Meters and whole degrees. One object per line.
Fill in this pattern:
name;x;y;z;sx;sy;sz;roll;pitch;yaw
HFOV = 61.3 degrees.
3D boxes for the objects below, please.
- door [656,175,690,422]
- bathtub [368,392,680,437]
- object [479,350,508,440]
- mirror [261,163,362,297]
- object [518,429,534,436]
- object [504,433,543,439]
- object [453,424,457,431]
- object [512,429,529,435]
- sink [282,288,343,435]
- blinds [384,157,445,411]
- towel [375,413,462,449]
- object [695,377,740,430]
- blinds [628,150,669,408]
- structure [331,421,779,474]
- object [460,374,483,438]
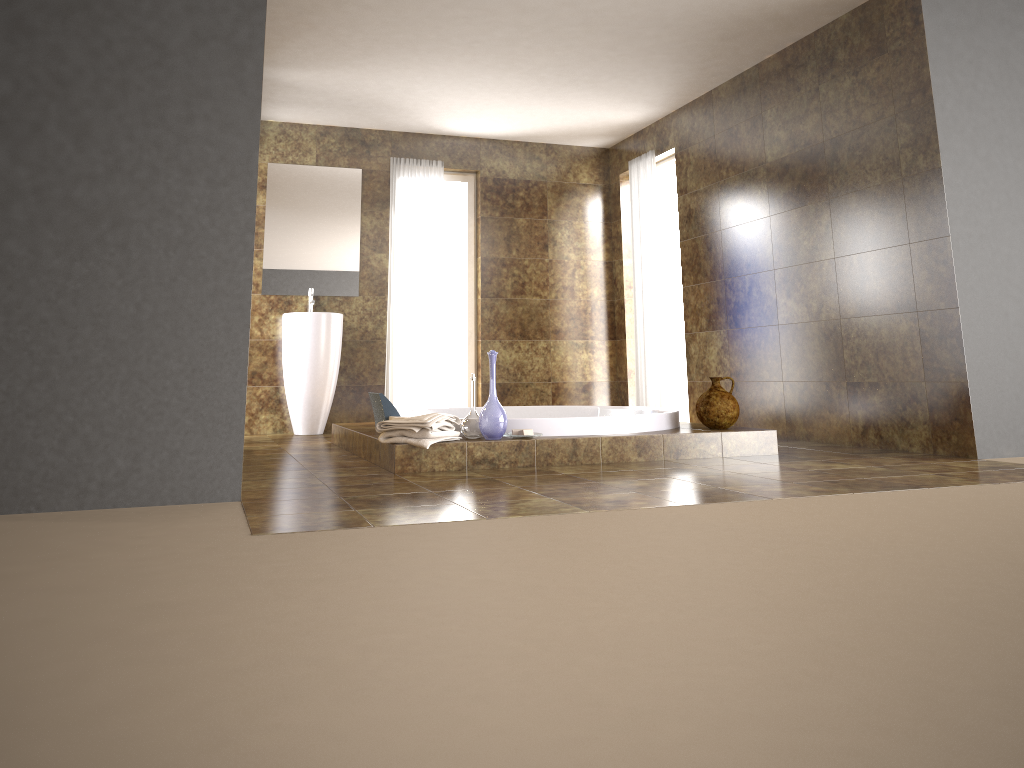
door;1.635;-0.780;7.580;0.958;2.296;0.038;-3;-12;14
bathtub;0.096;0.304;5.058;1.747;0.539;1.711;-1;-1;12
object;-0.091;0.048;4.099;0.136;0.433;0.131;2;-11;-12
mirror;-1.628;-1.263;7.078;0.766;1.125;0.008;2;-12;-18
object;0.066;0.229;4.057;0.053;0.035;0.071;0;-2;-19
object;0.050;0.248;4.109;0.189;0.019;0.186;-1;0;-31
object;-0.354;0.223;4.238;0.168;0.078;0.167;1;-2;-38
object;0.049;0.232;4.124;0.100;0.033;0.059;-1;-2;-4
sink;-1.541;-0.192;6.646;0.458;1.172;0.422;2;-11;-16
blinds;-0.799;-0.802;7.229;0.517;2.335;0.065;3;-12;-19
towel;-0.432;0.210;3.999;0.337;0.155;0.315;-2;-2;25
object;1.098;0.100;4.628;0.226;0.283;0.226;-7;-10;42
blinds;1.115;-0.821;7.218;0.069;2.347;0.467;4;-12;-20
structure;0.097;0.312;5.058;2.000;0.128;1.960;-1;1;-19
object;-0.188;0.105;4.196;0.130;0.318;0.125;1;-10;-12
